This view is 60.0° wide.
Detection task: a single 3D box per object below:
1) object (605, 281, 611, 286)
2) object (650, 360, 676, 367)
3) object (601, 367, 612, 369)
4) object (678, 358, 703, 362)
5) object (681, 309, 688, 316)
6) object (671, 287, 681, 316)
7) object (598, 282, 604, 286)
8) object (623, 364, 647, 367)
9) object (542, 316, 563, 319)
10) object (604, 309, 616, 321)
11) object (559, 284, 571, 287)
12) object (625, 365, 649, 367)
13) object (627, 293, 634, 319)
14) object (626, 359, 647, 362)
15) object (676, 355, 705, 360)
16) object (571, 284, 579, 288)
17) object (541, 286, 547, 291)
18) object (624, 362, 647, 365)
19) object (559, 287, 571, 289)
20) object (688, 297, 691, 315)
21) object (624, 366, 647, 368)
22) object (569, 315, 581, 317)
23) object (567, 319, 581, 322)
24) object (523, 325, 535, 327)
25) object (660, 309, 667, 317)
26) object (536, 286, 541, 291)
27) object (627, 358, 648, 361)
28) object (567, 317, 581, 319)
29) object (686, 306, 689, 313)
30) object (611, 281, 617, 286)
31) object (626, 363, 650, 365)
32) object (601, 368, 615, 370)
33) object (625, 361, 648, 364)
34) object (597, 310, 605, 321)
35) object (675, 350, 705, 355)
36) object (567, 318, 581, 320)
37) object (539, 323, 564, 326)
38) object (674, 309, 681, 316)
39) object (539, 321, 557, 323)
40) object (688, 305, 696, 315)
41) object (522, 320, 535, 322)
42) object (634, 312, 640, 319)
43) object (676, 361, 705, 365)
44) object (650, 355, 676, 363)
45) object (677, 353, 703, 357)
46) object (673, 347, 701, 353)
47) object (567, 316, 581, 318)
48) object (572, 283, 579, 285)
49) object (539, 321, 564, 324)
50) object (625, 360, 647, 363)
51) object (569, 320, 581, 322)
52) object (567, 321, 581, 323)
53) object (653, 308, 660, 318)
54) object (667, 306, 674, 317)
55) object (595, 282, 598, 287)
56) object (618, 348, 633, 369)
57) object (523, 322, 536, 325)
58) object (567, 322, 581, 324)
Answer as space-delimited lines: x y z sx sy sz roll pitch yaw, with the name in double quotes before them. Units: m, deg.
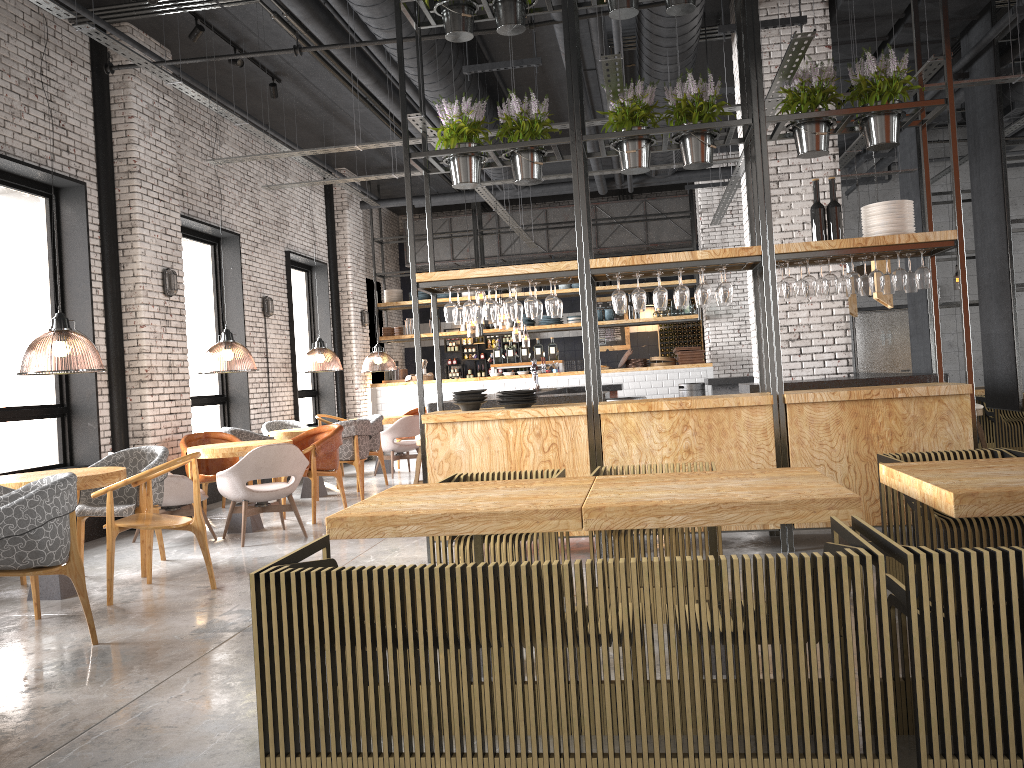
"object" 1.653 -1.918 15.409 0.098 0.458 0.098 -3 -1 -14
"object" 2.546 -0.352 14.969 0.436 0.097 0.437 -3 0 33
"object" 1.546 -0.268 15.131 0.276 0.019 0.514 -3 0 14
"object" 2.993 -0.396 14.890 0.405 0.044 0.636 -3 0 11
"object" 2.963 -1.258 15.207 0.118 0.181 0.118 -3 0 -8
"object" 2.836 -1.433 15.384 0.156 0.554 0.106 -4 -1 13
"object" 1.543 -1.911 15.426 0.098 0.458 0.098 -4 -1 31
"object" 2.118 -0.319 15.076 0.458 0.019 0.407 -3 0 37
"object" 0.683 -1.164 15.676 0.454 0.048 0.454 -3 0 36
"object" 1.708 -1.205 15.506 0.166 0.230 0.198 -3 0 -21
"object" 0.929 -1.718 15.641 0.210 0.069 0.210 -4 0 -26
"object" 2.138 -0.304 15.064 0.407 0.019 0.458 -4 0 -19
"object" 2.067 -1.348 15.483 0.098 0.471 0.098 -3 -1 -3
"object" 2.116 -0.399 15.076 0.458 0.019 0.407 -3 0 42
"object" 2.990 -0.441 14.891 0.405 0.044 0.636 -3 0 5
"object" 1.155 -1.703 15.582 0.219 0.085 0.218 -4 0 -22
"object" 0.559 -1.859 15.651 0.098 0.471 0.098 -4 -1 31
"object" 2.081 -0.349 15.067 0.406 0.019 0.458 -3 0 22
"object" 0.933 -1.675 15.641 0.210 0.065 0.210 -3 0 26
"object" 3.029 -1.370 15.369 0.156 0.406 0.106 -4 -1 13
"object" 2.124 -0.287 15.074 0.458 0.019 0.407 -3 0 44
"object" 1.092 -1.177 15.615 0.265 0.037 0.265 -4 0 4
"object" 1.096 -1.113 15.614 0.265 0.038 0.265 -3 0 31
"object" 0.246 -1.019 15.742 0.335 0.033 0.334 -4 0 -22
"object" 2.599 -1.235 15.239 0.118 0.181 0.118 -3 -1 -32
"object" 0.453 -1.852 15.667 0.098 0.471 0.098 -4 -1 31
"object" 2.097 -0.414 15.077 0.458 0.019 0.406 -4 0 -35
"object" 1.094 -1.148 15.614 0.263 0.029 0.263 -4 0 -15
"object" 3.023 -1.446 15.366 0.140 0.550 0.096 -4 -1 13
"object" 1.760 -1.925 15.393 0.098 0.458 0.098 -3 -1 -14
"object" 2.110 -0.334 15.077 0.458 0.019 0.406 -4 0 -23
"object" 1.585 -0.254 15.078 0.458 0.019 0.406 -4 0 -40
"object" 2.097 -0.366 15.076 0.458 0.019 0.406 -4 0 -39
"object" 1.534 -1.195 15.545 0.198 0.230 0.166 -4 0 15
"object" 2.985 -0.529 14.892 0.405 0.044 0.636 -4 0 2
"object" 1.095 -1.137 15.614 0.263 0.028 0.263 -3 0 36
"object" 0.691 -1.045 15.675 0.454 0.033 0.454 -4 0 -9
"object" 2.840 -1.250 15.207 0.118 0.181 0.118 -3 0 -15
"object" 0.689 -1.093 15.675 0.453 0.050 0.454 -3 0 29
"object" 3.076 -1.264 15.137 0.118 0.181 0.118 -4 -1 33
"object" 0.244 -1.107 15.743 0.371 0.071 0.373 -3 0 21
"object" 2.173 -1.355 15.467 0.098 0.471 0.098 -4 -1 16
"object" 2.995 -0.352 14.890 0.405 0.044 0.636 -3 0 4
"object" 2.545 -0.419 14.972 0.440 0.154 0.436 -4 0 -34
"object" 2.987 -0.485 14.891 0.405 0.044 0.636 -3 0 9
"object" 2.921 -0.570 14.838 0.406 0.094 0.636 -3 0 6
"object" 1.094 -1.166 15.614 0.265 0.034 0.265 -3 0 21
"object" 1.158 -1.736 15.582 0.218 0.093 0.218 -4 0 -8
"object" 0.689 -1.069 15.675 0.454 0.042 0.454 -4 0 -17
"object" 2.123 -0.384 15.073 0.407 0.019 0.458 -4 0 -39
"object" 1.096 -1.095 15.613 0.263 0.037 0.263 -4 0 -18
"object" 1.098 -1.084 15.612 0.263 0.038 0.263 -3 0 24
"object" 2.482 -1.228 15.275 0.118 0.181 0.118 -3 -1 -28
"object" 2.719 -1.243 15.211 0.118 0.181 0.118 -4 -1 42
"object" 1.437 -1.905 15.442 0.098 0.458 0.098 -4 -1 31
"object" 1.917 -0.431 14.997 0.242 0.338 0.488 -3 0 -6
"object" 0.243 -1.055 15.746 0.373 0.067 0.372 -4 0 -10
"object" 1.099 -1.072 15.613 0.263 0.026 0.263 -3 0 44
